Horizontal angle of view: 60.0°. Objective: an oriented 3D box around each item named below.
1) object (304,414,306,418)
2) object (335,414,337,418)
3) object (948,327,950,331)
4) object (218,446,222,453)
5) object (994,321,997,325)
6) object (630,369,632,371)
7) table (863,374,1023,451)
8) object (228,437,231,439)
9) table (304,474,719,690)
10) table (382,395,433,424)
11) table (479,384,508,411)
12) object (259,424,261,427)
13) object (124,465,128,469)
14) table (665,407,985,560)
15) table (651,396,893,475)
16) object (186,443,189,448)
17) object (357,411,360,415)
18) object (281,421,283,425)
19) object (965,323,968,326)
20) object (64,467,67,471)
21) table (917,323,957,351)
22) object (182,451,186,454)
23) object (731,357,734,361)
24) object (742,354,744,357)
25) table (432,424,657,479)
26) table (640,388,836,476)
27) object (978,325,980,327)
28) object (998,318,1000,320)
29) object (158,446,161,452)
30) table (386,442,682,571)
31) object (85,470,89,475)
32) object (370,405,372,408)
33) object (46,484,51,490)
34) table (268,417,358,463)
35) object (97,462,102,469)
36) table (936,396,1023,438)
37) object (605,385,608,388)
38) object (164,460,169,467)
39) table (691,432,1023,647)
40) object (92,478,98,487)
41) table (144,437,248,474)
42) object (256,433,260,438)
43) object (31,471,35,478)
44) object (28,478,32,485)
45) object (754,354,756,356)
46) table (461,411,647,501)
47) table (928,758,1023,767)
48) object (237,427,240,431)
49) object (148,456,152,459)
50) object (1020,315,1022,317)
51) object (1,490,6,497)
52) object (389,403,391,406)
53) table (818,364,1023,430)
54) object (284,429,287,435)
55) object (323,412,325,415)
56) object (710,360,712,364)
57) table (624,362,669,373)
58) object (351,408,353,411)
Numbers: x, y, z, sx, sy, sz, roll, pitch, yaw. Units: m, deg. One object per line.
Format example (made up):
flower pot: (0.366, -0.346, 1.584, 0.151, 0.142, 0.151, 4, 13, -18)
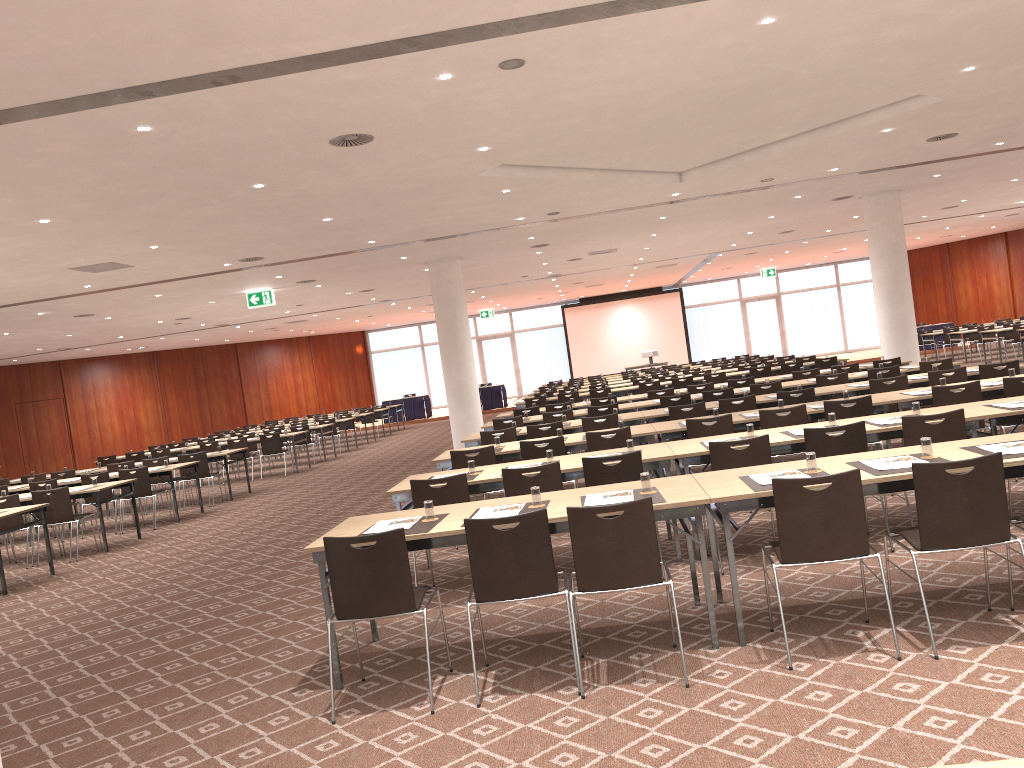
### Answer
object: (-6.908, 1.072, 29.537, 0.054, 0.114, 0.054, -9, 2, -28)
object: (-5.023, 0.909, 25.340, 0.054, 0.114, 0.054, -8, 2, -6)
object: (12.640, -1.586, 25.656, 0.054, 0.114, 0.054, -8, 2, -6)
object: (-5.221, 1.169, 15.832, 0.054, 0.114, 0.054, -8, 2, -6)
object: (13.920, -1.763, 25.535, 0.054, 0.114, 0.054, -8, 2, -6)
object: (3.832, -0.416, 28.519, 0.054, 0.114, 0.054, -6, 2, 39)
table: (4.883, 0.397, 8.906, 2.267, 0.833, 0.953, -8, 2, 5)
object: (-6.194, 1.217, 19.450, 0.054, 0.114, 0.054, -9, 2, -28)
table: (0.048, 1.165, 5.358, 2.267, 0.833, 0.953, -8, 2, 5)
table: (-3.860, 0.928, 32.545, 1.712, 0.832, 1.041, -8, 2, 5)
table: (-1.056, 0.539, 32.275, 1.712, 0.832, 1.041, -8, 2, 5)
object: (-7.251, 1.217, 25.560, 0.054, 0.114, 0.054, -9, 2, -28)
object: (-6.053, 1.333, 13.912, 0.054, 0.114, 0.054, -8, 2, -6)
table: (2.465, 0.781, 7.132, 2.267, 0.833, 0.953, -8, 2, 5)
table: (2.644, 0.707, 9.122, 2.267, 0.833, 0.953, -8, 2, 5)
object: (-7.154, 1.350, 19.542, 0.054, 0.114, 0.054, -6, 2, 39)
object: (-4.374, 0.819, 25.286, 0.054, 0.114, 0.054, -8, 2, -6)
object: (-6.619, 1.130, 25.500, 0.054, 0.114, 0.054, -9, 2, -28)
object: (14.105, -1.838, 27.519, 0.054, 0.114, 0.054, -8, 2, -6)
object: (-8.105, 1.568, 16.110, 0.054, 0.114, 0.054, -6, 2, 39)
table: (14.399, -1.600, 30.785, 1.712, 0.832, 1.041, -8, 2, 5)
object: (-5.875, 1.259, 15.898, 0.054, 0.114, 0.054, -8, 2, -6)
object: (6.530, -0.740, 26.243, 0.054, 0.114, 0.054, -6, 2, 39)
object: (7.348, -0.902, 28.171, 0.054, 0.114, 0.054, -9, 2, -28)
table: (0.405, 1.017, 9.338, 2.267, 0.833, 0.953, -8, 2, 5)
table: (2.823, 0.633, 11.112, 2.267, 0.833, 0.953, -8, 2, 5)
object: (12.464, -1.512, 23.660, 0.054, 0.114, 0.054, -8, 2, -6)
object: (15.064, -1.970, 27.424, 0.054, 0.114, 0.054, -9, 2, -28)
object: (-7.796, 1.440, 19.593, 0.054, 0.114, 0.054, -6, 2, 39)
table: (0.227, 1.091, 7.348, 2.267, 0.833, 0.953, -8, 2, 5)
object: (-6.687, 1.421, 13.970, 0.054, 0.114, 0.054, -8, 2, -6)
object: (-4.657, 0.760, 29.326, 0.054, 0.114, 0.054, -8, 2, -6)
object: (-6.221, 1.405, 11.917, 0.054, 0.114, 0.054, -7, 2, 17)
table: (-5.288, 1.475, 23.434, 2.267, 0.833, 0.953, -8, 2, 5)
object: (-7.472, 1.480, 16.059, 0.054, 0.114, 0.054, -6, 2, 39)
table: (4.704, 0.471, 6.917, 2.267, 0.833, 0.953, -8, 2, 5)
object: (1.989, 0.085, 18.645, 0.054, 0.114, 0.054, -6, 2, 39)
object: (-5.398, 1.242, 13.842, 0.054, 0.114, 0.054, -8, 2, -6)
table: (2.286, 0.855, 5.143, 2.267, 0.833, 0.953, -8, 2, 5)
object: (-5.576, 1.316, 11.853, 0.054, 0.114, 0.054, -7, 2, 17)
table: (-7.706, 1.858, 21.660, 2.267, 0.833, 0.953, -8, 2, 5)
object: (-5.552, 1.129, 19.386, 0.054, 0.114, 0.054, -9, 2, -28)
object: (-8.739, 1.656, 16.183, 0.054, 0.114, 0.054, -6, 2, 39)
object: (-7.643, 1.553, 14.060, 0.054, 0.114, 0.054, -9, 2, -28)
object: (7.178, -0.830, 26.187, 0.054, 0.114, 0.054, -9, 2, -28)
table: (0.584, 0.943, 11.328, 2.267, 0.833, 0.953, -8, 2, 5)
table: (1.925, 1.004, 1.120, 2.267, 0.833, 0.953, -8, 2, 5)
object: (-7.896, 1.306, 25.623, 0.054, 0.114, 0.054, -9, 2, -28)
object: (-6.514, 1.348, 15.963, 0.054, 0.114, 0.054, -8, 2, -6)
object: (15.704, -2.059, 27.364, 0.054, 0.114, 0.054, -9, 2, -28)
object: (-6.861, 1.494, 11.975, 0.054, 0.114, 0.054, -7, 2, 17)
object: (-4.022, 0.672, 29.268, 0.054, 0.114, 0.054, -8, 2, -6)
table: (5.062, 0.323, 10.896, 2.267, 0.833, 0.953, -8, 2, 5)
object: (-4.924, 1.042, 19.313, 0.054, 0.114, 0.054, -9, 2, -28)
object: (-6.255, 0.981, 29.482, 0.054, 0.114, 0.054, -9, 2, -28)
object: (5.897, -0.652, 26.305, 0.054, 0.114, 0.054, -6, 2, 39)
table: (4.846, -0.278, 31.722, 1.540, 0.832, 0.953, -8, 2, 5)
object: (-5.296, 0.848, 29.386, 0.054, 0.114, 0.054, -8, 2, -6)
